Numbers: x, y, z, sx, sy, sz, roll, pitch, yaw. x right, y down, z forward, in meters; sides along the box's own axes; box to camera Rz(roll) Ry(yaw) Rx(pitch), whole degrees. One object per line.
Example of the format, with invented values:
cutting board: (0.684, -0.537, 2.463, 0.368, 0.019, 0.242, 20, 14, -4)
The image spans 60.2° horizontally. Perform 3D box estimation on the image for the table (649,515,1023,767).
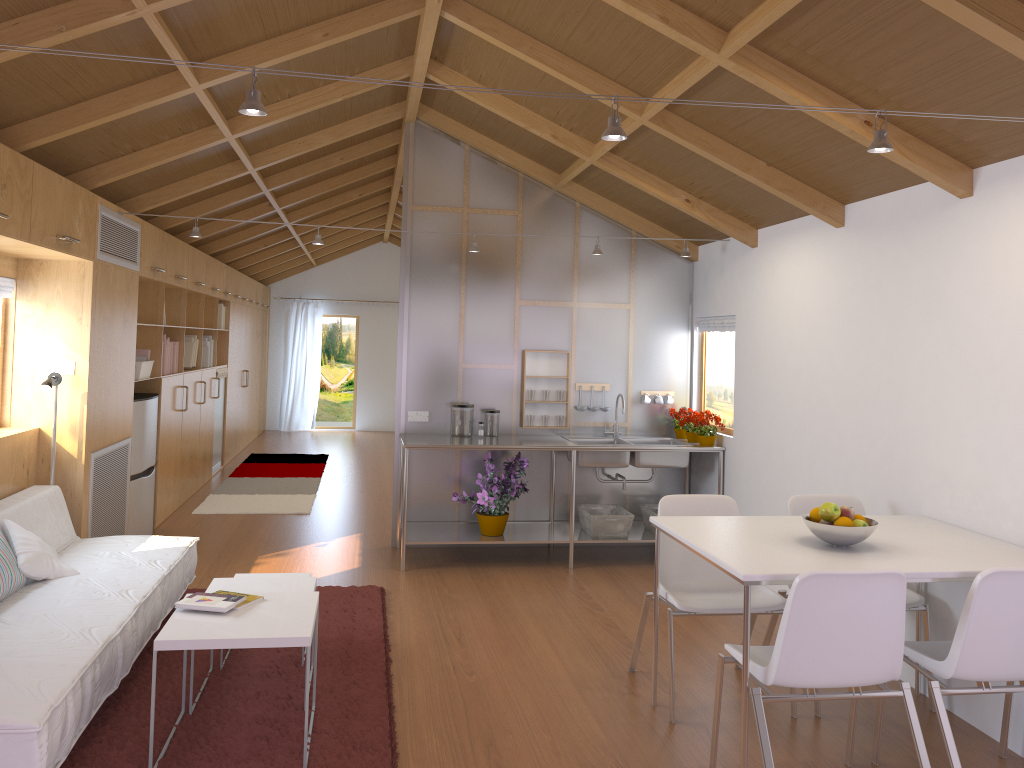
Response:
table: (1.212, 0.940, 3.211, 1.208, 0.744, 0.899, 1, 1, -9)

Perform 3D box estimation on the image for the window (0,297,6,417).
window: (-2.596, -0.131, 3.956, 0.035, 0.791, 1.496, 2, 2, -10)

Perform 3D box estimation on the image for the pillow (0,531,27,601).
pillow: (-2.015, 0.744, 3.190, 0.171, 0.252, 1.042, 2, 2, -10)

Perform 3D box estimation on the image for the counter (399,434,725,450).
counter: (0.314, 0.390, 5.961, 2.108, 0.021, 0.650, 1, 3, -9)

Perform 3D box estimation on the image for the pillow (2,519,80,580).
pillow: (-2.040, 0.713, 3.818, 0.346, 0.252, 0.267, 3, 1, 45)

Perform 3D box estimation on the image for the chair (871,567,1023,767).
chair: (1.559, 0.944, 2.873, 0.531, 0.787, 0.546, 2, 0, -9)

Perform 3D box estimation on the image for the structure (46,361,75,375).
structure: (-2.423, -0.086, 4.742, 0.142, 0.071, 0.011, 1, -2, -9)

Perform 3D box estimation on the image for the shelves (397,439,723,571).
shelves: (0.302, 0.785, 5.949, 2.091, 0.755, 0.632, 1, 0, -9)

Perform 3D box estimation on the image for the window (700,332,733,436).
window: (1.446, -0.067, 6.087, 0.026, 0.797, 0.724, 2, 0, -10)

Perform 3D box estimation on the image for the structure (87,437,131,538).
structure: (-2.389, 0.722, 5.252, 0.013, 0.722, 0.819, 2, 1, -10)

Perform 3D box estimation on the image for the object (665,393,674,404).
object: (1.139, 0.108, 6.403, 0.059, 0.080, 0.062, 2, 0, -9)

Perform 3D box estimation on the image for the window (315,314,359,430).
window: (-2.851, -0.191, 13.777, 0.874, 1.790, 0.026, 2, -2, -9)

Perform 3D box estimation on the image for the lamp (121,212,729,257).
lamp: (-0.439, -0.919, 5.566, 3.826, 0.153, 0.072, 1, -1, -9)

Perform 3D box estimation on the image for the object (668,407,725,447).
object: (1.261, 0.289, 6.104, 0.233, 0.235, 0.688, 2, 2, -9)

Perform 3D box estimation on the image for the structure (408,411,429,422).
structure: (-0.649, 0.225, 6.127, 0.142, 0.071, 0.011, 1, -2, -9)

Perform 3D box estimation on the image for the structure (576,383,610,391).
structure: (0.579, 0.022, 6.331, 0.250, 0.051, 0.016, 1, -1, -9)

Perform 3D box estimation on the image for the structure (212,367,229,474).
structure: (-3.175, 0.363, 9.189, 0.315, 1.081, 0.725, 2, -1, -9)

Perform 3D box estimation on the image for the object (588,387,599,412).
object: (0.582, 0.107, 6.289, 0.074, 0.183, 0.074, 1, -1, 22)

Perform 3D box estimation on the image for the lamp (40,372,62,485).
lamp: (-2.387, 0.538, 4.595, 0.182, 1.200, 0.254, 3, -2, -34)

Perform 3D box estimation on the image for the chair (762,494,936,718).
chair: (1.411, 0.899, 3.769, 0.531, 0.787, 0.546, 2, 0, -9)

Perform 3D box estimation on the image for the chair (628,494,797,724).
chair: (0.824, 0.886, 3.673, 0.531, 0.787, 0.546, 2, 0, -9)

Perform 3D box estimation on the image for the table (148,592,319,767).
table: (-0.940, 1.021, 3.079, 0.485, 0.439, 0.524, 2, 1, -9)

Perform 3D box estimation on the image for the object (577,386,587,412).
object: (0.498, 0.105, 6.275, 0.074, 0.183, 0.074, 1, -1, 22)

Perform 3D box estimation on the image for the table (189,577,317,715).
table: (-1.017, 1.026, 3.533, 0.424, 0.384, 0.458, 2, 1, -9)

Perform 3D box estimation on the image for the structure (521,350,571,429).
structure: (0.239, 0.038, 6.244, 0.328, 0.546, 0.076, 2, -2, -9)

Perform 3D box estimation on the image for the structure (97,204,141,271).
structure: (-2.340, -0.858, 5.280, 0.013, 0.301, 0.903, 2, 2, -10)

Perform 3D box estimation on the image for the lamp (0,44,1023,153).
lamp: (0.083, -0.761, 2.417, 3.826, 0.153, 0.072, 1, -1, -9)

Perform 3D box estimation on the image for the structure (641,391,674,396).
structure: (1.060, 0.069, 6.397, 0.250, 0.032, 0.041, 1, 1, -9)

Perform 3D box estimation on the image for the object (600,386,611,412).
object: (0.667, 0.108, 6.303, 0.074, 0.183, 0.074, 1, -1, 22)

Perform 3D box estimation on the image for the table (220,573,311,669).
table: (-1.083, 1.044, 3.927, 0.341, 0.309, 0.369, 2, 1, -9)

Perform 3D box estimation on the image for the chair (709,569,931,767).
chair: (0.972, 0.931, 2.777, 0.531, 0.787, 0.546, 2, 0, -9)

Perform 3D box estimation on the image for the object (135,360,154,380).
object: (-2.611, -0.099, 6.088, 0.203, 0.123, 0.350, 1, 2, -9)

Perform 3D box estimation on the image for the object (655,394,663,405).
object: (1.063, 0.108, 6.385, 0.059, 0.081, 0.062, 2, 0, -2)

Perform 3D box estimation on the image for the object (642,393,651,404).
object: (0.969, 0.105, 6.375, 0.059, 0.080, 0.062, 2, 0, -9)
